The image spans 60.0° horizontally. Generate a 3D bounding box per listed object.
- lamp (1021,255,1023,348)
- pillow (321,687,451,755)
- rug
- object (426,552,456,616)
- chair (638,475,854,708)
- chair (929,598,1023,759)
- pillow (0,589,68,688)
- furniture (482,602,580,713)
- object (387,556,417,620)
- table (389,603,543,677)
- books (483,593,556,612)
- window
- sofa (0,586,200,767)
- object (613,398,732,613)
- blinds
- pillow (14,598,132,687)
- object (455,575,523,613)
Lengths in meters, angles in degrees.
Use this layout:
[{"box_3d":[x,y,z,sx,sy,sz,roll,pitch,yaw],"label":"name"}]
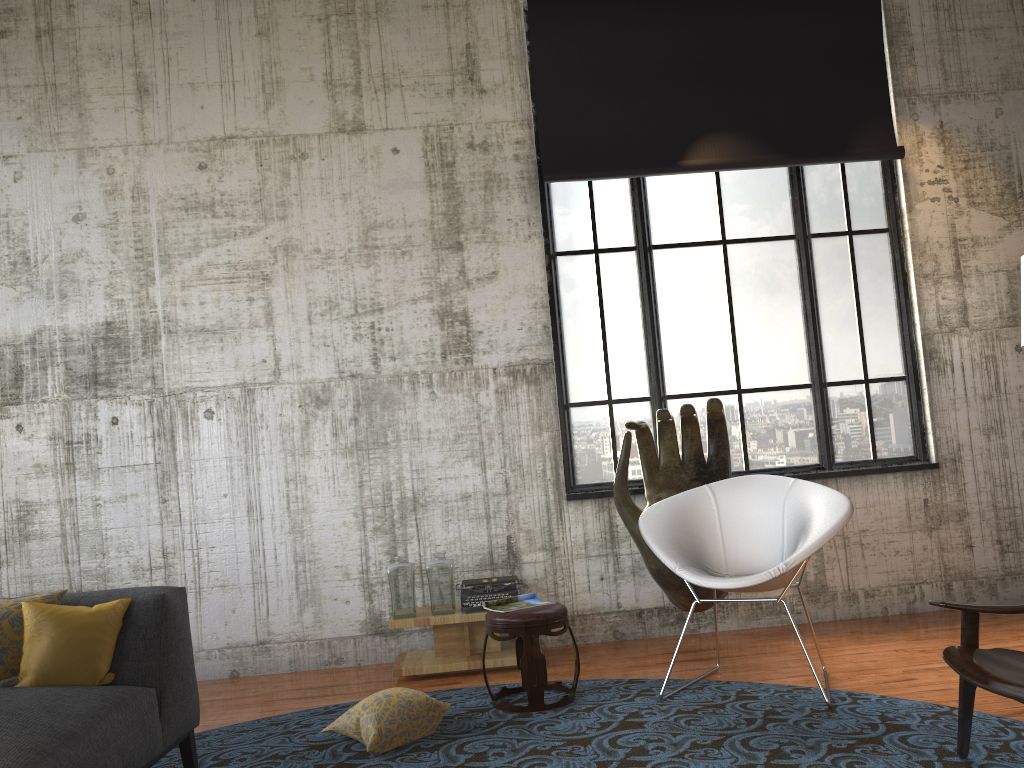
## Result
[{"box_3d":[3.583,0.273,5.423,0.695,2.238,0.708,-6,-4,19],"label":"lamp"},{"box_3d":[-0.547,1.518,4.046,0.503,0.247,0.482,-1,-6,-37],"label":"pillow"},{"box_3d":[-0.139,1.421,2.445,4.858,0.009,4.846,-10,-8,43],"label":"rug"},{"box_3d":[-0.419,1.186,5.278,0.163,0.360,0.163,-5,-4,0],"label":"object"},{"box_3d":[1.161,0.982,4.404,1.059,1.028,0.806,-8,-6,36],"label":"chair"},{"box_3d":[2.027,0.880,2.866,1.042,0.791,0.877,-4,-5,-13],"label":"chair"},{"box_3d":[-1.892,0.924,3.136,0.537,0.445,0.261,-5,-4,4],"label":"pillow"},{"box_3d":[0.090,1.359,4.475,0.433,0.476,0.432,-9,-6,42],"label":"furniture"},{"box_3d":[-0.650,1.205,5.266,0.163,0.360,0.163,-4,-4,-5],"label":"object"},{"box_3d":[-0.273,1.541,5.368,0.875,0.358,0.476,-5,-5,-3],"label":"table"},{"box_3d":[0.035,1.115,4.517,0.300,0.043,0.229,-2,-6,-29],"label":"books"},{"box_3d":[1.457,-1.017,6.100,2.579,3.428,0.051,-5,-4,-3],"label":"window"},{"box_3d":[-1.886,1.112,2.110,1.362,0.859,3.011,-5,-5,-1],"label":"sofa"},{"box_3d":[0.994,0.765,5.387,0.728,1.293,0.457,-5,-4,9],"label":"object"},{"box_3d":[1.367,-2.149,5.998,2.443,1.461,0.151,-5,-4,-3],"label":"blinds"},{"box_3d":[-1.561,0.913,3.122,0.434,0.318,0.169,-2,-5,-28],"label":"pillow"},{"box_3d":[-0.134,1.273,5.369,0.423,0.152,0.383,-5,-5,-3],"label":"object"}]
